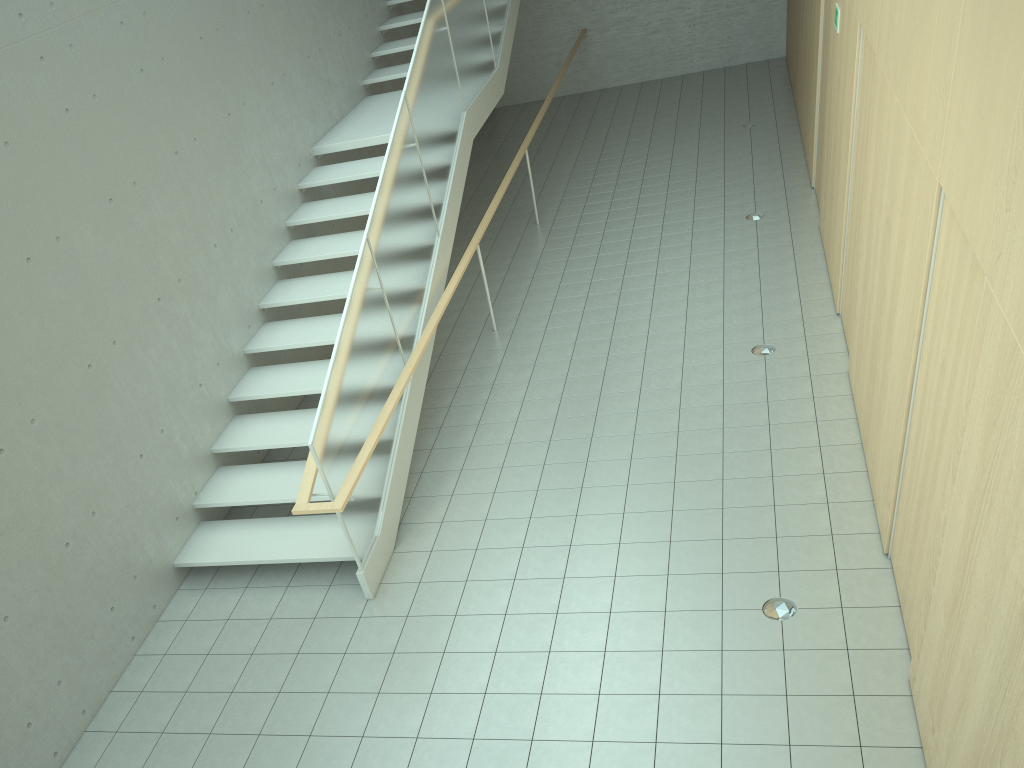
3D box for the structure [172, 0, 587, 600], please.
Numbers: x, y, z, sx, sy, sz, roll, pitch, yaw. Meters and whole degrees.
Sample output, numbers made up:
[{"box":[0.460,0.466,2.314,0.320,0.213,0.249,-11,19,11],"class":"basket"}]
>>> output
[{"box":[-0.995,-3.269,8.675,1.889,4.924,10.843,-1,36,15],"class":"structure"}]
